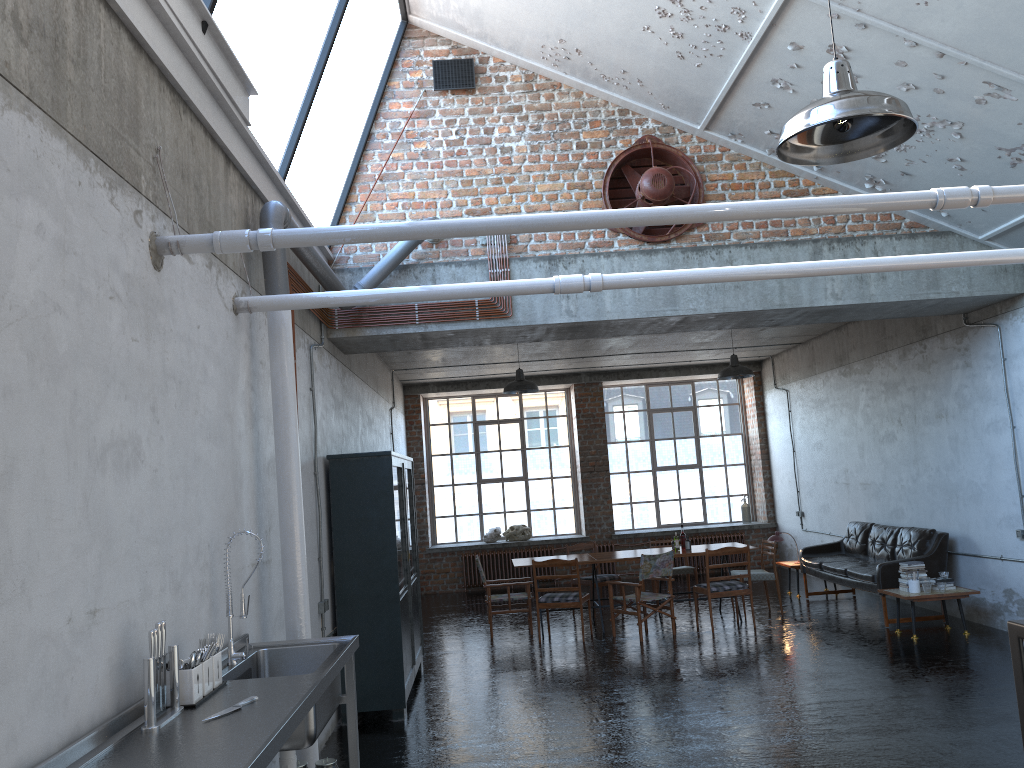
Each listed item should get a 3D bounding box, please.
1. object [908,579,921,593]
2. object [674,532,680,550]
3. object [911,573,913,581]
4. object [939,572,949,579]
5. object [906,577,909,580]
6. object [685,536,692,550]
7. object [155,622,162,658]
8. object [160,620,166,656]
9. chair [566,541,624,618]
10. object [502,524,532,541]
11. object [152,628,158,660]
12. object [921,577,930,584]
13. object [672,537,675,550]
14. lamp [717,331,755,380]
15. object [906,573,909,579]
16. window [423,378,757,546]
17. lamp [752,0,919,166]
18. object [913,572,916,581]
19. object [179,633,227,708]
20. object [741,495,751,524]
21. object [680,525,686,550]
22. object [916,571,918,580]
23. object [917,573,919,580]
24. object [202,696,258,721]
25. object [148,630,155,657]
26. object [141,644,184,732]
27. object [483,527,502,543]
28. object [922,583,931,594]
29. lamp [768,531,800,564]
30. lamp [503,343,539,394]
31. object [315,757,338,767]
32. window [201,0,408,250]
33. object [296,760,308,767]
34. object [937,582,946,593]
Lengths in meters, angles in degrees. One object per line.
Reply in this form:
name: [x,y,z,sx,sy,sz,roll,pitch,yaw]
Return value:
object: [4.339,2.183,9.565,0.110,0.137,0.110,-4,-6,-2]
object: [2.167,2.071,11.682,0.070,0.235,0.041,-4,-6,-3]
object: [4.342,2.134,9.612,0.009,0.167,0.061,-5,-6,10]
object: [4.721,2.091,9.689,0.103,0.068,0.103,-1,-7,-29]
object: [4.316,2.150,9.581,0.137,0.190,0.009,-4,-6,1]
object: [2.302,2.082,11.597,0.051,0.180,0.097,0,-7,-30]
object: [-1.332,0.966,3.348,0.022,0.132,0.033,-3,-6,-7]
object: [-1.334,0.971,3.390,0.022,0.132,0.033,-3,-6,-7]
chair: [1.182,2.789,12.648,0.573,1.028,0.509,1,-8,-37]
object: [0.076,2.811,16.750,0.418,0.305,0.625,-1,-7,-28]
object: [-1.330,0.971,3.308,0.019,0.114,0.027,-3,-6,-7]
object: [4.466,2.162,9.555,0.087,0.155,0.087,-1,-7,-29]
object: [2.161,2.119,11.792,0.077,0.173,0.077,-2,-7,-17]
lamp: [3.030,-0.530,12.174,0.502,0.891,0.502,-4,-6,2]
object: [4.301,2.144,9.596,0.046,0.202,0.023,-8,-7,34]
window: [5.867,2.864,17.732,19.864,12.900,0.747,-4,-6,-2]
lamp: [2.064,-1.722,5.656,0.945,2.025,5.320,-6,-6,16]
object: [4.364,2.140,9.605,0.023,0.204,0.037,-9,-8,37]
object: [-1.330,1.193,3.725,0.166,0.234,0.454,-4,-6,-1]
object: [4.490,2.401,17.040,0.172,0.551,0.172,-10,-8,41]
object: [2.264,2.026,11.730,0.075,0.324,0.075,-7,-7,23]
object: [4.377,2.118,9.590,0.052,0.185,0.009,-4,-6,0]
object: [4.378,2.125,9.576,0.062,0.169,0.009,-4,-6,-3]
object: [-1.077,1.250,3.409,0.045,0.022,0.327,-6,-7,17]
object: [-1.329,0.967,3.273,0.019,0.114,0.027,-3,-6,-7]
object: [-1.320,1.142,3.349,0.067,0.260,0.322,-4,-6,-2]
object: [-0.372,2.860,16.794,0.281,0.281,0.575,-7,-7,24]
object: [4.423,2.181,9.446,0.092,0.099,0.092,-1,-7,-24]
lamp: [4.025,2.414,13.101,0.496,0.492,0.220,-3,-6,-10]
lamp: [0.091,-0.332,12.059,0.502,0.891,0.502,-4,-6,2]
object: [-0.974,2.119,4.666,0.130,0.285,0.130,-2,-6,-16]
window: [-1.312,-2.892,4.728,0.994,2.404,8.048,-4,-6,-2]
object: [-1.126,2.129,4.660,0.130,0.285,0.130,-2,-6,-16]
object: [4.585,2.170,9.453,0.092,0.099,0.092,-1,-7,-24]
